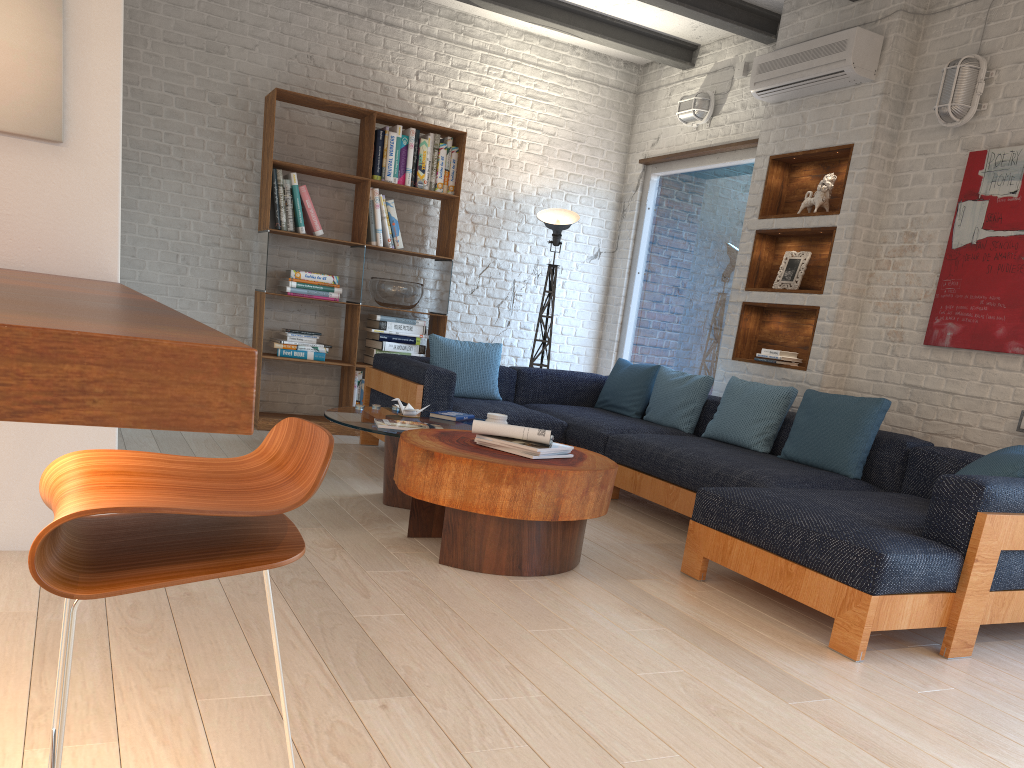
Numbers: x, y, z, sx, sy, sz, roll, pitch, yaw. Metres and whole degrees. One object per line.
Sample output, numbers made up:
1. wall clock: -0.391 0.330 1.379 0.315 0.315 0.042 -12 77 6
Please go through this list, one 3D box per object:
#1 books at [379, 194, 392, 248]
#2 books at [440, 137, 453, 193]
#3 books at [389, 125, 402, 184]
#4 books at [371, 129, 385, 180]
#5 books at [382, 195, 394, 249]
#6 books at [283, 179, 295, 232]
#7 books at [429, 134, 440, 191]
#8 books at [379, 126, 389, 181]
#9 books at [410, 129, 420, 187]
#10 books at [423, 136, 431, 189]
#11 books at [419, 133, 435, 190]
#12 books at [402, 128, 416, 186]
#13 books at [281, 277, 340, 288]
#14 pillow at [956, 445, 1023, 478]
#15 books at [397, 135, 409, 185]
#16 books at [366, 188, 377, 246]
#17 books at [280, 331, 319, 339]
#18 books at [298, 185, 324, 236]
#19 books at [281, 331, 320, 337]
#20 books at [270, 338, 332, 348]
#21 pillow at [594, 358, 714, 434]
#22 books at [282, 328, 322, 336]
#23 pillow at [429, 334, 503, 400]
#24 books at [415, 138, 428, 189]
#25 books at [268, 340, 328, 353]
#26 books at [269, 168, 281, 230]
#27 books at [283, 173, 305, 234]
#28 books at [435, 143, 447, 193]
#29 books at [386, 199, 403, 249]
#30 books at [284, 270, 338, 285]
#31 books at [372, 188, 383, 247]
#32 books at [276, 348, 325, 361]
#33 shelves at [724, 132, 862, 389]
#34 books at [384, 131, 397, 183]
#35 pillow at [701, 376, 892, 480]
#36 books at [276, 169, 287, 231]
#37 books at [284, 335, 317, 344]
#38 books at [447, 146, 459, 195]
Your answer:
1. books: -0.941 -1.152 6.209 0.125 0.360 0.262 1 12 -27
2. books: -0.508 -1.563 6.287 0.036 0.396 0.235 0 13 -27
3. books: -0.842 -1.594 6.114 0.036 0.396 0.235 0 13 -27
4. books: -0.963 -1.579 6.078 0.055 0.341 0.245 0 13 -27
5. books: -0.925 -1.151 6.227 0.125 0.360 0.262 1 12 -27
6. books: -1.546 -1.206 5.935 0.102 0.345 0.245 1 13 -27
7. books: -0.592 -1.570 6.245 0.036 0.396 0.235 0 13 -27
8. books: -0.926 -1.589 6.090 0.021 0.371 0.262 0 13 -27
9. books: -0.727 -1.583 6.177 0.036 0.396 0.235 0 13 -27
10. books: -0.653 -1.563 6.218 0.021 0.371 0.262 0 13 -27
11. books: -0.631 -1.575 6.240 0.036 0.396 0.235 0 13 -27
12. books: -0.756 -1.585 6.152 0.036 0.396 0.235 0 13 -27
13. books: -1.420 -0.712 6.119 0.357 0.021 0.263 5 5 -28
14. pillow: 2.000 0.411 3.609 0.372 0.338 0.554 11 8 23
15. books: -0.810 -1.564 6.155 0.055 0.341 0.245 0 13 -27
16. books: -1.026 -1.178 6.175 0.101 0.396 0.235 0 13 -27
17. books: -1.516 -0.348 6.207 0.237 0.019 0.165 5 5 -34
18. books: -1.411 -1.185 5.996 0.195 0.329 0.245 2 12 -27
19. books: -1.505 -0.360 6.201 0.243 0.008 0.151 5 5 -27
20. books: -1.503 -0.291 6.198 0.380 0.019 0.237 5 5 -34
21. pillow: 0.948 0.066 5.967 0.244 0.411 1.070 1 8 -28
22. books: -1.496 -0.371 6.187 0.253 0.018 0.157 5 5 -27
23. pillow: -0.312 -0.103 5.878 0.557 0.422 0.215 3 12 -27
24. books: -0.682 -1.550 6.192 0.055 0.341 0.245 0 13 -27
25. books: -1.525 -0.266 6.206 0.381 0.038 0.236 5 5 -27
26. books: -1.610 -1.235 5.866 0.091 0.397 0.235 0 13 -27
27. books: -1.480 -1.221 5.927 0.121 0.394 0.235 1 13 -27
28. books: -0.552 -1.538 6.268 0.055 0.341 0.245 0 13 -27
29. books: -0.877 -1.136 6.238 0.158 0.340 0.245 1 12 -27
30. books: -1.407 -0.749 6.112 0.328 0.057 0.246 5 5 -25
31. books: -0.982 -1.172 6.172 0.103 0.396 0.235 0 13 -27
32. books: -1.508 -0.217 6.220 0.328 0.057 0.246 6 5 -17
33. shelves: 1.755 -0.715 5.341 0.192 1.475 0.739 0 14 -27
34. books: -0.886 -1.570 6.097 0.055 0.341 0.245 0 13 -27
35. pillow: 1.521 0.206 4.796 0.255 0.430 1.172 1 8 -27
36. books: -1.580 -1.233 5.889 0.091 0.397 0.235 0 13 -27
37. books: -1.511 -0.320 6.211 0.206 0.035 0.128 5 5 -27
38. books: -0.475 -1.533 6.330 0.055 0.341 0.245 0 13 -27
